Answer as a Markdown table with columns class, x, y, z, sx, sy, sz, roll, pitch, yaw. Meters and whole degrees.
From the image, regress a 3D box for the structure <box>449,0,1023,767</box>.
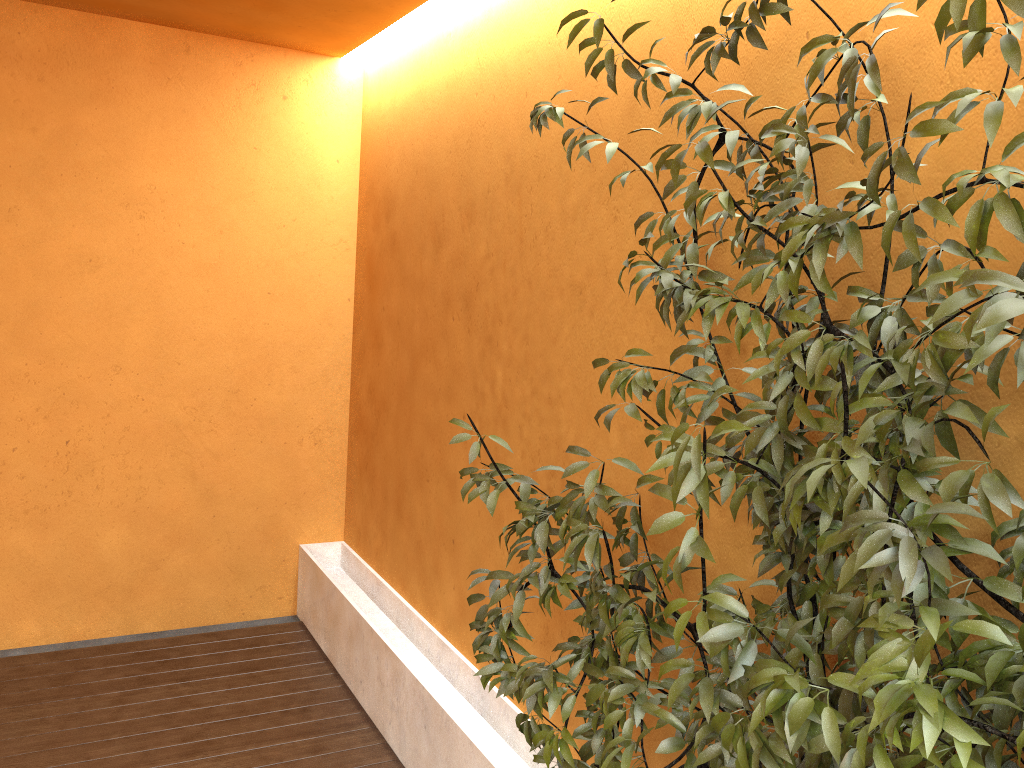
| class | x | y | z | sx | sy | sz | roll | pitch | yaw |
| --- | --- | --- | --- | --- | --- | --- | --- | --- | --- |
| structure | 0.751 | 0.296 | 1.145 | 0.622 | 2.483 | 3.166 | 0 | 7 | -29 |
